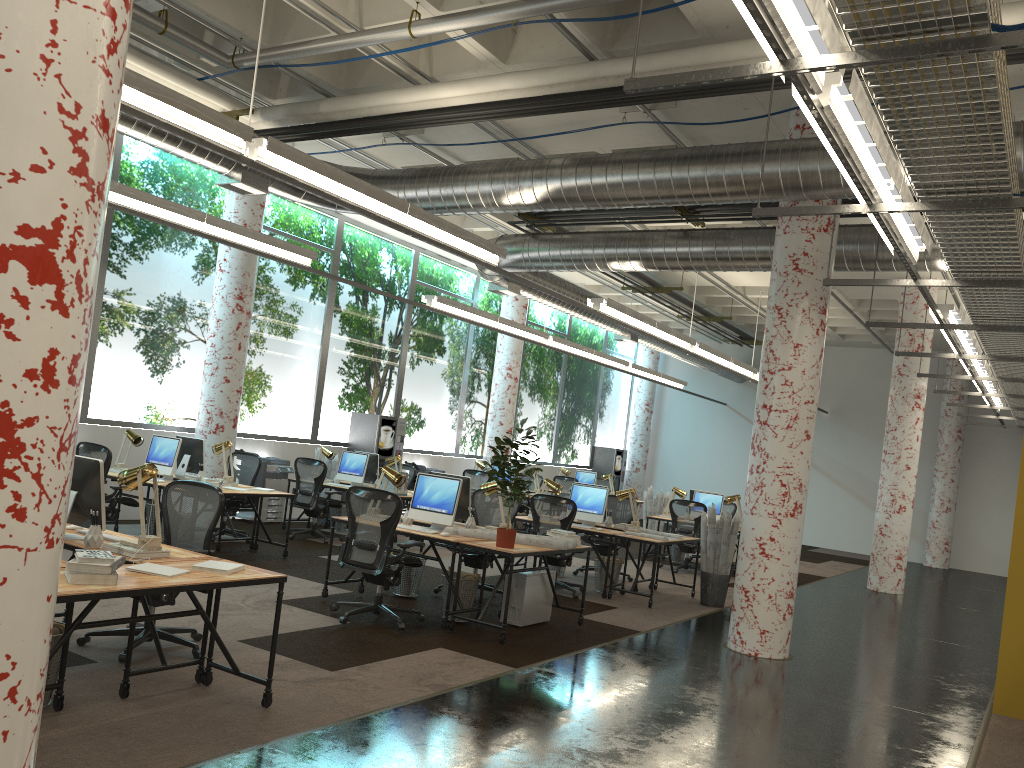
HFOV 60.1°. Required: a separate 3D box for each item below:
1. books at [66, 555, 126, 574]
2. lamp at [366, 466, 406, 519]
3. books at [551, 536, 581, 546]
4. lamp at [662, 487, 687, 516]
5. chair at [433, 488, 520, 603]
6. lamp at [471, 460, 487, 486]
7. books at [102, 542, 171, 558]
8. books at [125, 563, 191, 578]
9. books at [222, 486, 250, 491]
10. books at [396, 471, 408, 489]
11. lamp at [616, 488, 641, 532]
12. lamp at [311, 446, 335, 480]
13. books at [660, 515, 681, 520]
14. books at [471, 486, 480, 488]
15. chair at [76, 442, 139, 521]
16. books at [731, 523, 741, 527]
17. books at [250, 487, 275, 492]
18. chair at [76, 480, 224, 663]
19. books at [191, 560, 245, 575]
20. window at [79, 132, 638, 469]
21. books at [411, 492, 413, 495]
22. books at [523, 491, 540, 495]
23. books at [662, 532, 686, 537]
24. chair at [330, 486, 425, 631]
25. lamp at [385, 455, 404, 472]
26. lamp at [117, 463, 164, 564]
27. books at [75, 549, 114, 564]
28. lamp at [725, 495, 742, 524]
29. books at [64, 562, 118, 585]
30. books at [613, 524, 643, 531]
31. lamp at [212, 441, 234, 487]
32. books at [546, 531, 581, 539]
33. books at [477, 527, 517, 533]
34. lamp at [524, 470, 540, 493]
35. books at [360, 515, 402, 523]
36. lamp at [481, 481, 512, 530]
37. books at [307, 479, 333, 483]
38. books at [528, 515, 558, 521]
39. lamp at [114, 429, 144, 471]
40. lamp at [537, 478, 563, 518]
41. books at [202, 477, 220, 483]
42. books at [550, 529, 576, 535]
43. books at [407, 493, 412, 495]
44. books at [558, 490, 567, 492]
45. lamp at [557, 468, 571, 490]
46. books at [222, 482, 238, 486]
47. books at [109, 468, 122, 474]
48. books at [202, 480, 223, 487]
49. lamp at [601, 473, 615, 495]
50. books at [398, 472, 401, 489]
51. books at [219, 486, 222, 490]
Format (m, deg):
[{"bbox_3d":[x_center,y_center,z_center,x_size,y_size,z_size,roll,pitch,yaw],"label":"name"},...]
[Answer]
[{"bbox_3d":[-1.934,0.835,4.127,0.193,0.044,0.257,8,-4,-11],"label":"books"},{"bbox_3d":[-1.205,1.046,8.096,0.219,0.610,0.526,8,-2,-38],"label":"lamp"},{"bbox_3d":[0.462,1.422,8.022,0.271,0.050,0.201,5,-4,29],"label":"books"},{"bbox_3d":[2.525,1.938,14.127,0.219,0.610,0.526,8,-2,-38],"label":"lamp"},{"bbox_3d":[-0.299,1.603,8.941,0.769,1.084,0.795,6,-2,16],"label":"chair"},{"bbox_3d":[-0.690,1.684,16.127,0.219,0.610,0.526,8,-2,-38],"label":"lamp"},{"bbox_3d":[-2.095,0.924,4.937,0.308,0.038,0.226,5,-5,32],"label":"books"},{"bbox_3d":[-1.790,0.941,4.482,0.243,0.019,0.206,6,-4,9],"label":"books"},{"bbox_3d":[-3.026,1.150,9.706,0.243,0.019,0.206,6,-4,9],"label":"books"},{"bbox_3d":[-1.529,1.340,11.975,0.233,0.310,0.068,6,-2,32],"label":"books"},{"bbox_3d":[1.480,1.585,10.852,0.209,0.610,0.526,8,-2,-38],"label":"lamp"},{"bbox_3d":[-2.763,1.198,12.742,0.209,0.610,0.526,8,-2,-38],"label":"lamp"},{"bbox_3d":[2.533,2.119,14.102,0.308,0.038,0.226,5,-5,32],"label":"books"},{"bbox_3d":[-0.682,1.865,16.103,0.308,0.038,0.226,5,-5,32],"label":"books"},{"bbox_3d":[-4.277,1.164,9.286,0.769,1.084,0.795,6,-2,16],"label":"chair"},{"bbox_3d":[3.588,2.255,14.206,0.308,0.038,0.226,5,-5,32],"label":"books"},{"bbox_3d":[-2.810,1.192,9.977,0.200,0.024,0.236,7,-4,5],"label":"books"},{"bbox_3d":[-2.252,1.164,5.703,0.769,1.084,0.795,6,-2,16],"label":"chair"},{"bbox_3d":[-1.574,0.983,4.753,0.200,0.024,0.236,7,-4,5],"label":"books"},{"bbox_3d":[-3.534,-1.012,13.528,0.050,3.757,26.314,6,-4,32],"label":"window"},{"bbox_3d":[-1.297,1.547,12.446,0.200,0.024,0.236,7,-4,5],"label":"books"},{"bbox_3d":[0.373,2.001,16.207,0.308,0.038,0.226,5,-5,32],"label":"books"},{"bbox_3d":[1.965,1.831,10.753,0.244,0.019,0.205,8,-4,-21],"label":"books"},{"bbox_3d":[-1.088,1.394,7.300,0.769,1.084,0.795,6,-2,16],"label":"chair"},{"bbox_3d":[-1.651,1.337,12.799,0.219,0.610,0.526,8,-2,-38],"label":"lamp"},{"bbox_3d":[-2.042,0.747,4.918,0.219,0.610,0.526,8,-2,-38],"label":"lamp"},{"bbox_3d":[-1.944,0.802,4.122,0.153,0.030,0.185,9,-4,-30],"label":"books"},{"bbox_3d":[3.640,2.078,14.187,0.219,0.610,0.526,8,-2,-38],"label":"lamp"},{"bbox_3d":[-1.953,0.879,4.103,0.201,0.050,0.271,9,-4,-31],"label":"books"},{"bbox_3d":[1.432,1.762,10.874,0.308,0.038,0.226,5,-5,32],"label":"books"},{"bbox_3d":[-3.282,0.955,10.139,0.209,0.610,0.526,8,-2,-38],"label":"lamp"},{"bbox_3d":[0.467,1.377,8.050,0.193,0.044,0.257,10,-5,-41],"label":"books"},{"bbox_3d":[-0.141,1.363,8.176,0.308,0.038,0.226,5,-5,32],"label":"books"},{"bbox_3d":[0.425,1.824,16.187,0.219,0.610,0.526,8,-2,-38],"label":"lamp"},{"bbox_3d":[-1.196,1.227,8.072,0.308,0.038,0.226,5,-5,32],"label":"books"},{"bbox_3d":[-0.093,1.185,8.153,0.209,0.610,0.526,8,-2,-38],"label":"lamp"},{"bbox_3d":[-2.758,1.378,12.714,0.308,0.038,0.226,5,-5,32],"label":"books"},{"bbox_3d":[0.377,1.627,10.770,0.308,0.038,0.226,5,-5,32],"label":"books"},{"bbox_3d":[-4.394,0.816,10.082,0.219,0.610,0.526,8,-2,-38],"label":"lamp"},{"bbox_3d":[0.372,1.446,10.798,0.209,0.610,0.526,8,-2,-38],"label":"lamp"},{"bbox_3d":[-3.180,1.011,9.346,0.153,0.030,0.185,9,-4,-30],"label":"books"},{"bbox_3d":[0.462,1.344,8.038,0.184,0.030,0.153,5,-4,30],"label":"books"},{"bbox_3d":[-1.513,1.505,12.175,0.243,0.019,0.206,6,-4,9],"label":"books"},{"bbox_3d":[1.010,2.261,18.864,0.308,0.038,0.226,5,-5,32],"label":"books"},{"bbox_3d":[1.002,2.080,18.889,0.219,0.610,0.526,8,-2,-38],"label":"lamp"},{"bbox_3d":[-3.331,1.133,10.162,0.308,0.038,0.226,5,-5,32],"label":"books"},{"bbox_3d":[-4.386,0.997,10.057,0.308,0.038,0.226,5,-5,32],"label":"books"},{"bbox_3d":[-3.170,1.045,9.352,0.193,0.044,0.257,8,-4,-11],"label":"books"},{"bbox_3d":[2.117,2.220,18.949,0.219,0.610,0.526,8,-2,-38],"label":"lamp"},{"bbox_3d":[-1.606,1.322,11.850,0.233,0.310,0.068,6,-2,32],"label":"books"},{"bbox_3d":[-3.189,1.088,9.327,0.201,0.050,0.271,9,-4,-31],"label":"books"}]
